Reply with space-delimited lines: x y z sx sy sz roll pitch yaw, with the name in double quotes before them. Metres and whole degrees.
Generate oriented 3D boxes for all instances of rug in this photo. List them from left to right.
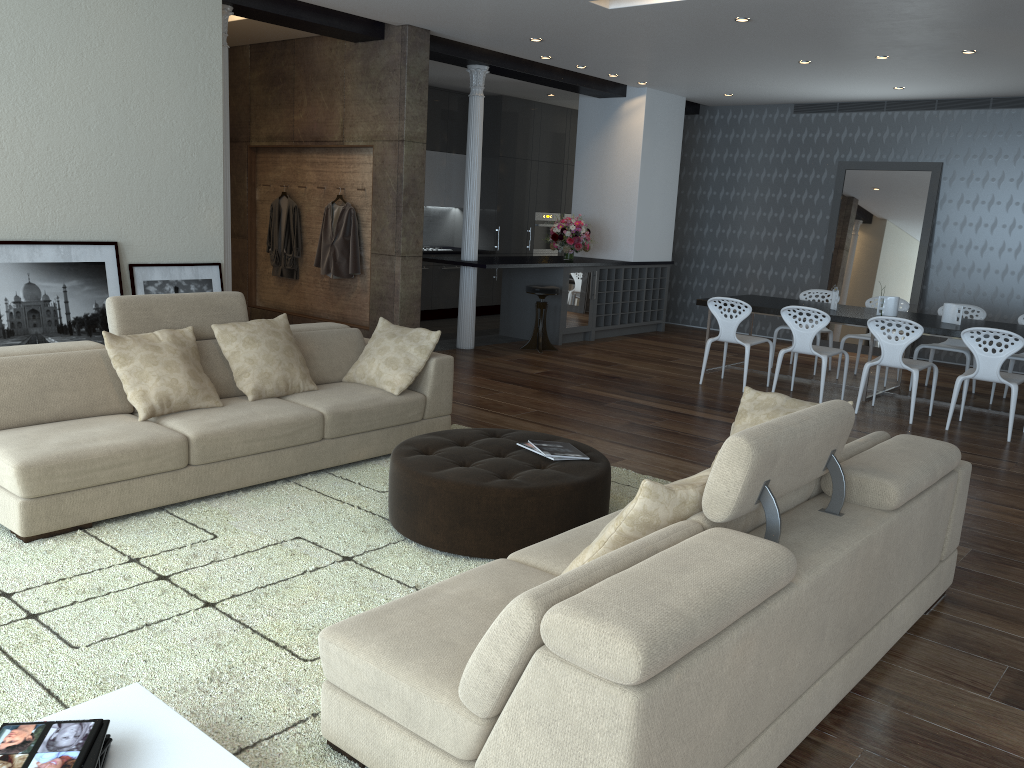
"rug" -0.621 0.779 3.615 2.972 0.020 4.231 12 14 39

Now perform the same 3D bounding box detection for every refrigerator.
"refrigerator" 0.771 -0.979 10.287 0.075 0.774 0.578 14 15 43

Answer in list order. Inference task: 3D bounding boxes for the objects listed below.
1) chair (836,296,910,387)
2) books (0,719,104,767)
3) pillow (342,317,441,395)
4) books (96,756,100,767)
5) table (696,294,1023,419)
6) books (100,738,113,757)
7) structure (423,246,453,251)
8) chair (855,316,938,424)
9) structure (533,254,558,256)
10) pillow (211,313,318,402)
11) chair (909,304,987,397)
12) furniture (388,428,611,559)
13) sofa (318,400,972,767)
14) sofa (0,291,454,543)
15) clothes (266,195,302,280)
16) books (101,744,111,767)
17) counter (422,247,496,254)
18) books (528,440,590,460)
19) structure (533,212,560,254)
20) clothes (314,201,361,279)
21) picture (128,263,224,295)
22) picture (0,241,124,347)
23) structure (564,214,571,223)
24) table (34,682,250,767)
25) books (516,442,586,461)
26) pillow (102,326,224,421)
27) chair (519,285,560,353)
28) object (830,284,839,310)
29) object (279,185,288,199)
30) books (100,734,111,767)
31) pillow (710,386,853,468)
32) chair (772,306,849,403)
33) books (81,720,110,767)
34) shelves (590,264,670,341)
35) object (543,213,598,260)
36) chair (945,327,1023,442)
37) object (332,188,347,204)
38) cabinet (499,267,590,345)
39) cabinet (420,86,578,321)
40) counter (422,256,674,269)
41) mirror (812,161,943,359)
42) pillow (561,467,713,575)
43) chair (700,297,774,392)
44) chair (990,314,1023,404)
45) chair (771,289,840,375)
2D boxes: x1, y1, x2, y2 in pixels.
"chair" 3.651 -0.451 8.904 0.495 0.835 0.581 12 14 39
"books" -1.054 0.828 1.945 0.220 0.010 0.300 1 11 -10
"pillow" -0.729 -0.181 5.477 0.518 0.393 0.395 11 14 35
"books" -1.032 0.857 1.958 0.220 0.010 0.300 -2 12 -25
"table" 3.470 -0.260 8.155 3.400 0.733 1.200 12 14 39
"books" -1.056 0.866 1.953 0.220 0.010 0.300 3 11 0
"structure" -1.272 -1.769 11.646 0.520 0.066 0.900 12 14 39
"chair" 3.147 -0.149 7.239 0.495 0.835 0.581 12 14 39
"structure" 0.286 -1.691 13.437 0.591 0.596 0.595 12 14 39
"pillow" -1.400 -0.156 5.047 0.301 0.439 0.534 11 14 35
"chair" 4.186 -0.334 8.464 0.495 0.835 0.581 12 14 39
"furniture" -0.059 0.492 4.259 1.057 0.355 1.057 13 15 41
"sofa" 0.683 0.494 3.027 1.021 0.950 2.581 12 14 39
"sofa" -1.561 0.002 4.872 1.021 0.950 2.581 12 14 39
"clothes" -2.368 -1.515 9.137 0.569 0.855 0.141 12 15 39
"books" -1.034 0.894 1.965 0.220 0.010 0.300 0 12 -15
"counter" -1.699 -1.600 11.238 0.807 0.223 3.597 12 14 39
"books" 0.221 0.315 4.276 0.220 0.040 0.301 0 12 -15
"structure" 0.319 -2.279 13.320 0.591 0.596 0.595 12 14 39
"clothes" -1.689 -1.389 8.562 0.700 0.735 0.173 12 14 37
"picture" -2.359 -0.364 6.382 0.195 0.988 0.700 12 14 39
"picture" -3.004 -0.319 5.588 0.225 1.140 1.183 12 14 39
"structure" 0.779 -2.427 13.831 0.528 0.452 0.595 12 14 39
"table" -0.973 1.020 1.811 0.900 0.170 0.900 12 14 39
"books" 0.196 0.322 4.270 0.219 0.031 0.300 -5 14 -35
"pillow" -1.795 -0.073 4.570 0.368 0.416 0.519 11 14 34
"chair" 2.305 0.045 7.036 21.556 0.952 16.134 12 14 39
"object" 3.034 -0.818 8.358 0.076 0.233 0.161 8 12 21
"object" -2.329 -1.921 9.065 0.430 0.219 0.010 12 14 39
"books" -1.033 0.876 1.961 0.220 0.010 0.300 0 12 -15
"pillow" 1.173 0.236 3.912 0.518 0.393 0.395 14 15 42
"chair" 2.591 -0.273 7.707 0.495 0.835 0.581 12 14 39
"books" -1.030 0.838 1.954 0.220 0.010 0.300 0 12 -15
"shelves" 1.176 -1.123 11.432 0.900 0.897 1.700 12 14 39
"object" 0.687 -1.747 10.512 0.544 0.552 0.570 -7 15 -43
"chair" 3.689 -0.035 6.818 0.495 0.835 0.581 12 14 39
"object" -1.650 -1.769 8.492 0.430 0.219 0.010 12 14 39
"cabinet" 0.420 -0.990 10.548 0.900 0.897 0.642 12 14 39
"cabinet" -0.423 -2.502 12.535 0.827 2.980 7.409 12 14 39
"counter" 0.556 -1.468 10.586 1.000 0.040 3.700 12 14 39
"mirror" 4.367 -1.513 10.714 1.200 2.294 0.240 12 14 39
"pillow" 0.451 0.420 2.723 0.368 0.416 0.519 14 15 43
"chair" 2.059 -0.390 8.149 0.495 0.835 0.581 12 14 39
"chair" 4.721 -0.216 8.025 0.495 0.835 0.581 12 14 39
"chair" 3.117 -0.568 9.344 0.495 0.835 0.581 12 14 39
